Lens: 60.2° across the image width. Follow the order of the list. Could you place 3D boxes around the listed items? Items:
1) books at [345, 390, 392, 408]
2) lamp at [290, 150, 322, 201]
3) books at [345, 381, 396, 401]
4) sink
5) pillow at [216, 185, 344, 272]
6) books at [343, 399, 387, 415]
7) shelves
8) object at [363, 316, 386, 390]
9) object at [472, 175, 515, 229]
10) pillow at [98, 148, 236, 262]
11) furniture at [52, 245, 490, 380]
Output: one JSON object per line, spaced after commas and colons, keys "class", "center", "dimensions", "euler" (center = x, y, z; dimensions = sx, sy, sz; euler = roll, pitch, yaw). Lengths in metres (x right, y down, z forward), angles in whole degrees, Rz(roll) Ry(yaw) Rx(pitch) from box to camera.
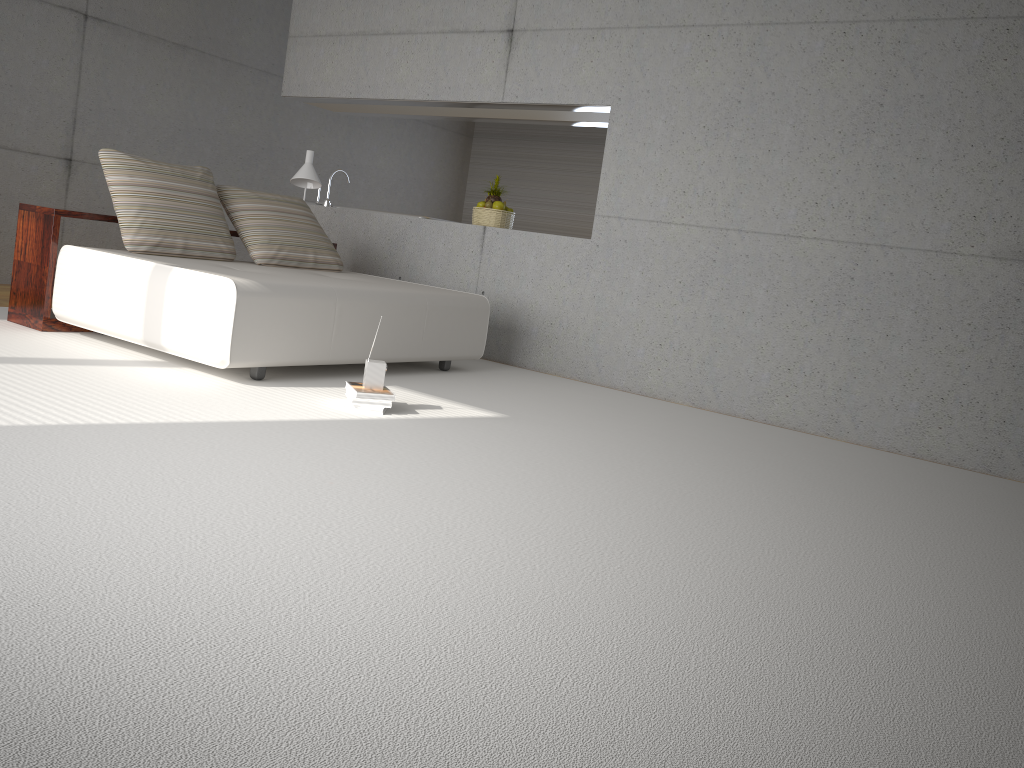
{"class": "books", "center": [-0.693, 0.066, 4.260], "dimensions": [0.188, 0.032, 0.267], "euler": [6, 9, -17]}
{"class": "lamp", "center": [-1.600, -1.484, 6.912], "dimensions": [0.245, 0.696, 0.324], "euler": [9, 5, 14]}
{"class": "books", "center": [-0.686, 0.033, 4.265], "dimensions": [0.188, 0.032, 0.267], "euler": [5, 9, -22]}
{"class": "sink", "center": [-1.236, -1.623, 8.022], "dimensions": [1.715, 0.536, 0.766], "euler": [13, 9, 33]}
{"class": "pillow", "center": [-1.632, -1.088, 6.265], "dimensions": [0.582, 0.514, 0.807], "euler": [12, 8, 34]}
{"class": "books", "center": [-0.698, 0.097, 4.262], "dimensions": [0.189, 0.032, 0.267], "euler": [8, 8, -2]}
{"class": "shelves", "center": [-2.212, -0.743, 6.141], "dimensions": [0.403, 0.711, 2.251], "euler": [11, 8, 33]}
{"class": "object", "center": [-0.635, -0.152, 4.212], "dimensions": [0.090, 0.364, 0.187], "euler": [7, 5, -16]}
{"class": "object", "center": [-0.142, -1.500, 7.269], "dimensions": [0.334, 0.439, 0.370], "euler": [10, 6, 19]}
{"class": "pillow", "center": [-2.144, -1.111, 5.580], "dimensions": [0.494, 0.606, 0.801], "euler": [12, 8, 32]}
{"class": "furniture", "center": [-1.419, -0.449, 5.586], "dimensions": [1.624, 0.519, 2.170], "euler": [13, 10, 33]}
